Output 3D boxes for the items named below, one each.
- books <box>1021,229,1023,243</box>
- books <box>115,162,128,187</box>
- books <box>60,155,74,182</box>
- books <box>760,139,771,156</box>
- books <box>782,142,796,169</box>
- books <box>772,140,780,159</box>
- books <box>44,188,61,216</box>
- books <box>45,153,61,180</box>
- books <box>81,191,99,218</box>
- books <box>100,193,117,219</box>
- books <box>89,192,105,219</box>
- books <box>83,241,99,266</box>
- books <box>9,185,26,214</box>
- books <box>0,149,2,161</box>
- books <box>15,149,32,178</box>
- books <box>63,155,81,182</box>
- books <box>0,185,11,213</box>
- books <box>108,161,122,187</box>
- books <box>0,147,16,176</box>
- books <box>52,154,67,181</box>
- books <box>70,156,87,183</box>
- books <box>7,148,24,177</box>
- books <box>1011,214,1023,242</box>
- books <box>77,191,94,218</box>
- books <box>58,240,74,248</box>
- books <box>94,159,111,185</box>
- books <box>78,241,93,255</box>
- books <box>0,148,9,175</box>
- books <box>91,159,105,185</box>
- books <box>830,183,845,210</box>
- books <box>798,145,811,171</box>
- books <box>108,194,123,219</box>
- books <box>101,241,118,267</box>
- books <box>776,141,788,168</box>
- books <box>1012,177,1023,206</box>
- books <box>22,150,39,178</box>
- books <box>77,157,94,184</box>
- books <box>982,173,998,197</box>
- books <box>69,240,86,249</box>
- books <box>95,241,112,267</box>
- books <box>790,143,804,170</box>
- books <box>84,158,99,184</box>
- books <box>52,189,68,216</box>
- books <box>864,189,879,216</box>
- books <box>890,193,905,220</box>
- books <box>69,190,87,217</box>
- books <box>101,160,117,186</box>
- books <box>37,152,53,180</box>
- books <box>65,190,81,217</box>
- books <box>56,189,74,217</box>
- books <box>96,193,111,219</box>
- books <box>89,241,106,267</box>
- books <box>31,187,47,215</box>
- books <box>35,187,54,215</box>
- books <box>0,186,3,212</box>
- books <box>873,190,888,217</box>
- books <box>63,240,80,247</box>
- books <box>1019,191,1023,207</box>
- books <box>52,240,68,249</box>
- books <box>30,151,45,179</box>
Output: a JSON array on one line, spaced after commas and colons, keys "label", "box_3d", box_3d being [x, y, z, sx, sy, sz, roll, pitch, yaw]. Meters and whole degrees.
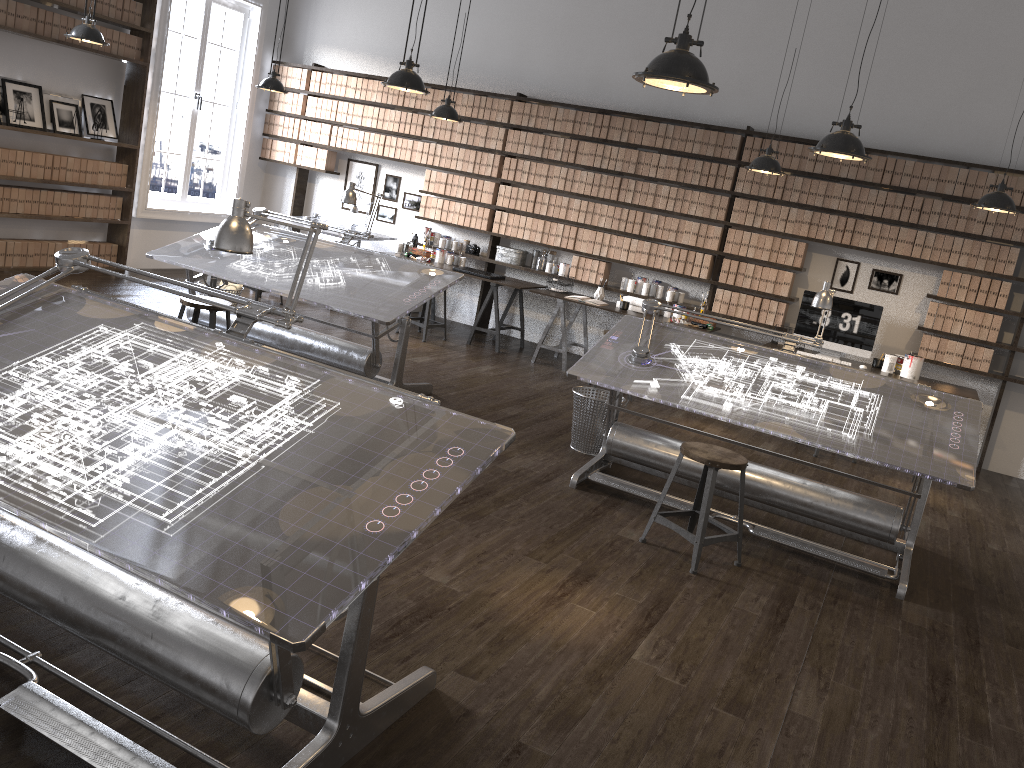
[{"label": "books", "box_3d": [4.123, -1.230, 7.076, 0.067, 0.223, 0.175, 15, 11, 23]}, {"label": "books", "box_3d": [-3.913, -2.081, 8.804, 0.175, 0.224, 0.067, 16, 11, 24]}, {"label": "books", "box_3d": [-4.177, -2.010, 8.255, 0.175, 0.224, 0.067, 16, 11, 24]}, {"label": "books", "box_3d": [2.269, -2.061, 7.902, 0.067, 0.224, 0.175, 15, 11, 23]}, {"label": "books", "box_3d": [2.457, -2.005, 7.816, 0.067, 0.224, 0.175, 15, 11, 23]}, {"label": "books", "box_3d": [2.330, -2.042, 7.869, 0.067, 0.224, 0.175, 15, 11, 23]}, {"label": "books", "box_3d": [-4.280, -1.688, 8.215, 0.175, 0.224, 0.067, 16, 11, 24]}, {"label": "books", "box_3d": [-4.239, -1.993, 8.123, 0.175, 0.224, 0.067, 16, 11, 24]}, {"label": "books", "box_3d": [-4.105, -1.739, 8.593, 0.175, 0.223, 0.067, 16, 11, 24]}, {"label": "books", "box_3d": [-4.018, -1.763, 8.778, 0.175, 0.224, 0.067, 16, 11, 24]}, {"label": "books", "box_3d": [-4.072, -1.745, 8.651, 0.175, 0.224, 0.067, 16, 11, 24]}, {"label": "books", "box_3d": [-4.171, -1.284, 8.729, 0.175, 0.224, 0.067, 16, 11, 24]}, {"label": "books", "box_3d": [-4.434, -1.648, 7.901, 0.175, 0.224, 0.067, 16, 11, 24]}, {"label": "books", "box_3d": [-4.484, -1.926, 7.612, 0.175, 0.224, 0.067, 16, 11, 24]}, {"label": "books", "box_3d": [-4.361, -1.959, 7.866, 0.175, 0.224, 0.067, 16, 11, 24]}, {"label": "books", "box_3d": [-4.151, -2.019, 8.320, 0.175, 0.224, 0.067, 16, 11, 24]}, {"label": "books", "box_3d": [-4.496, -1.632, 7.778, 0.175, 0.223, 0.067, 16, 11, 24]}, {"label": "books", "box_3d": [-3.947, -2.075, 8.748, 0.175, 0.224, 0.067, 16, 11, 24]}, {"label": "books", "box_3d": [-4.429, -1.944, 7.741, 0.175, 0.224, 0.067, 16, 11, 24]}, {"label": "books", "box_3d": [-4.212, -2.003, 8.193, 0.175, 0.224, 0.067, 16, 11, 24]}, {"label": "books", "box_3d": [-4.120, -2.028, 8.384, 0.175, 0.224, 0.067, 16, 11, 24]}, {"label": "books", "box_3d": [-4.395, -1.951, 7.802, 0.175, 0.224, 0.067, 16, 11, 24]}, {"label": "books", "box_3d": [4.062, -1.247, 7.099, 0.067, 0.224, 0.175, 15, 11, 23]}, {"label": "books", "box_3d": [-4.131, -1.731, 8.536, 0.175, 0.223, 0.067, 16, 11, 24]}, {"label": "books", "box_3d": [-4.285, -1.249, 8.474, 0.175, 0.224, 0.067, 16, 11, 24]}, {"label": "books", "box_3d": [-4.002, -2.058, 8.620, 0.175, 0.224, 0.067, 16, 11, 24]}, {"label": "books", "box_3d": [-4.197, -1.274, 8.663, 0.175, 0.224, 0.067, 16, 11, 24]}, {"label": "books", "box_3d": [-4.457, -1.935, 7.677, 0.175, 0.224, 0.067, 16, 11, 24]}, {"label": "books", "box_3d": [-4.033, -2.050, 8.561, 0.175, 0.223, 0.067, 16, 11, 24]}, {"label": "books", "box_3d": [2.820, -1.615, 7.669, 0.067, 0.223, 0.175, 15, 11, 23]}, {"label": "books", "box_3d": [2.575, -1.970, 7.761, 0.067, 0.223, 0.175, 15, 11, 23]}, {"label": "books", "box_3d": [-3.984, -1.770, 8.840, 0.175, 0.224, 0.067, 16, 11, 24]}, {"label": "books", "box_3d": [-4.072, -1.310, 8.930, 0.175, 0.223, 0.067, 16, 11, 24]}, {"label": "books", "box_3d": [2.394, -2.023, 7.845, 0.067, 0.224, 0.175, 15, 11, 23]}, {"label": "books", "box_3d": [4.048, -1.534, 7.088, 0.067, 0.223, 0.175, 15, 11, 23]}, {"label": "books", "box_3d": [-4.330, -1.967, 7.931, 0.175, 0.224, 0.067, 16, 11, 24]}, {"label": "books", "box_3d": [-4.086, -2.034, 8.443, 0.175, 0.224, 0.067, 16, 11, 24]}, {"label": "books", "box_3d": [3.863, -1.588, 7.171, 0.067, 0.224, 0.175, 15, 11, 23]}, {"label": "books", "box_3d": [-4.231, -1.267, 8.601, 0.175, 0.224, 0.067, 16, 11, 24]}, {"label": "books", "box_3d": [-4.106, -1.301, 8.863, 0.175, 0.223, 0.067, 16, 11, 24]}, {"label": "books", "box_3d": [2.514, -1.987, 7.784, 0.067, 0.224, 0.175, 15, 11, 23]}, {"label": "books", "box_3d": [-4.061, -2.043, 8.505, 0.175, 0.223, 0.067, 16, 11, 24]}, {"label": "books", "box_3d": [-4.252, -1.698, 8.281, 0.175, 0.224, 0.067, 16, 11, 24]}, {"label": "books", "box_3d": [3.070, -1.542, 7.555, 0.067, 0.224, 0.175, 15, 11, 23]}, {"label": "books", "box_3d": [3.254, -1.487, 7.472, 0.067, 0.223, 0.175, 15, 11, 23]}, {"label": "books", "box_3d": [-4.160, -1.722, 8.470, 0.175, 0.224, 0.067, 16, 11, 24]}, {"label": "books", "box_3d": [-3.976, -2.067, 8.684, 0.175, 0.224, 0.067, 16, 11, 24]}, {"label": "books", "box_3d": [-4.276, -1.985, 8.059, 0.175, 0.223, 0.067, 16, 11, 24]}, {"label": "books", "box_3d": [-4.194, -1.714, 8.408, 0.175, 0.224, 0.067, 16, 11, 24]}, {"label": "books", "box_3d": [-4.225, -1.707, 8.346, 0.175, 0.224, 0.067, 16, 11, 24]}, {"label": "books", "box_3d": [-4.048, -1.755, 8.714, 0.175, 0.224, 0.067, 16, 11, 24]}, {"label": "books", "box_3d": [-4.133, -1.291, 8.794, 0.175, 0.224, 0.067, 16, 11, 24]}, {"label": "books", "box_3d": [-4.342, -1.673, 8.095, 0.175, 0.223, 0.067, 16, 11, 24]}, {"label": "books", "box_3d": [-4.311, -1.680, 8.150, 0.175, 0.224, 0.067, 16, 11, 24]}, {"label": "books", "box_3d": [-4.523, -1.622, 7.709, 0.175, 0.224, 0.067, 16, 11, 24]}, {"label": "books", "box_3d": [3.132, -1.522, 7.523, 0.067, 0.224, 0.175, 15, 11, 23]}, {"label": "books", "box_3d": [-4.262, -1.259, 8.537, 0.175, 0.224, 0.067, 16, 11, 24]}, {"label": "books", "box_3d": [4.114, -1.514, 7.059, 0.067, 0.224, 0.175, 15, 11, 23]}, {"label": "books", "box_3d": [-4.318, -1.243, 8.416, 0.175, 0.223, 0.067, 16, 11, 24]}, {"label": "books", "box_3d": [-4.307, -1.976, 7.989, 0.175, 0.223, 0.067, 16, 11, 24]}]
